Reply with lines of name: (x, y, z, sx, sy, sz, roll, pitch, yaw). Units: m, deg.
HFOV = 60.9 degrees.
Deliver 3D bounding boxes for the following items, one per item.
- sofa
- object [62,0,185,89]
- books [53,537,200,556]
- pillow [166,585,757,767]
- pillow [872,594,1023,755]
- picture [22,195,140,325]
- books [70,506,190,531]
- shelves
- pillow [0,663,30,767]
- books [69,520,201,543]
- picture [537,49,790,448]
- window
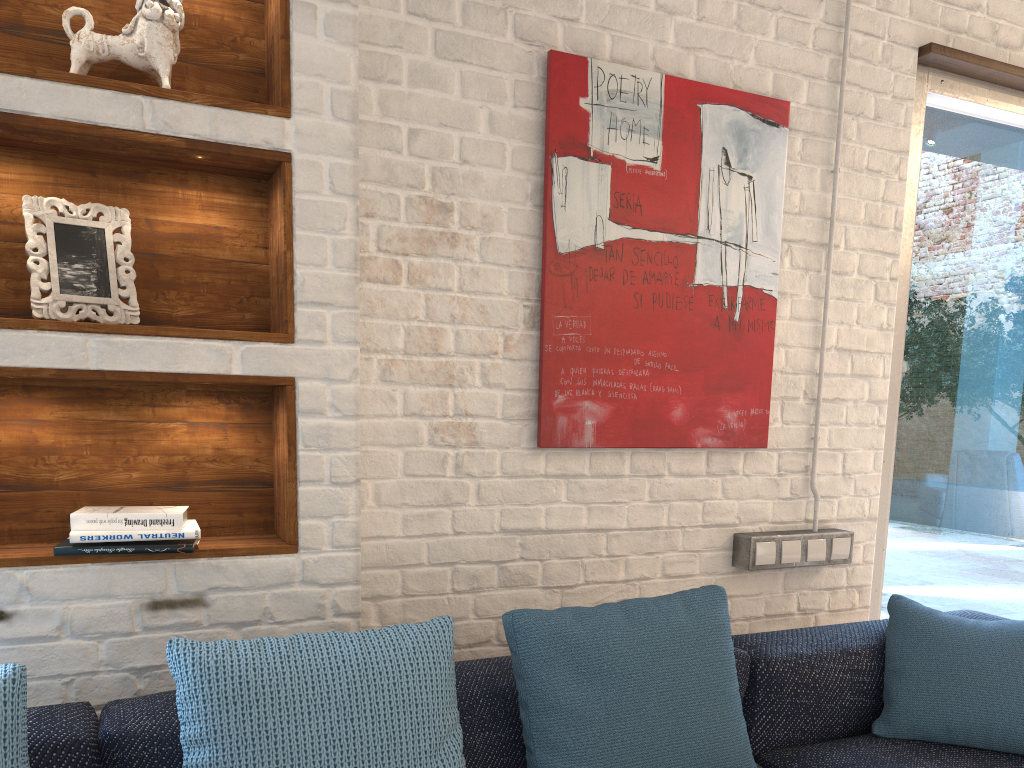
sofa: (0.073, 0.918, 1.050, 3.948, 0.670, 2.056, 2, -1, -25)
object: (-0.742, -0.676, 1.673, 0.216, 0.247, 0.110, 0, 7, -17)
books: (-0.777, 0.326, 1.779, 0.252, 0.017, 0.160, 2, -2, -15)
pillow: (-0.031, 0.645, 1.724, 1.211, 0.425, 0.250, 2, 5, -25)
pillow: (1.231, 0.739, 2.201, 0.562, 0.333, 0.373, 2, 3, 25)
picture: (-0.846, -0.237, 1.712, 0.193, 0.249, 0.100, -2, 8, -34)
books: (-0.775, 0.274, 1.781, 0.206, 0.034, 0.131, 2, -1, -15)
shelves: (-0.795, -0.257, 1.721, 0.768, 1.452, 0.187, -2, 9, -24)
pillow: (-1.264, 0.625, 1.174, 1.106, 0.407, 0.239, 2, 5, -26)
books: (-0.768, 0.301, 1.786, 0.236, 0.019, 0.169, 2, -2, -23)
picture: (0.416, -0.307, 2.326, 0.743, 0.977, 0.019, -1, 9, -24)
window: (2.815, -1.812, 3.524, 12.329, 6.534, 0.632, 1, 8, -25)
